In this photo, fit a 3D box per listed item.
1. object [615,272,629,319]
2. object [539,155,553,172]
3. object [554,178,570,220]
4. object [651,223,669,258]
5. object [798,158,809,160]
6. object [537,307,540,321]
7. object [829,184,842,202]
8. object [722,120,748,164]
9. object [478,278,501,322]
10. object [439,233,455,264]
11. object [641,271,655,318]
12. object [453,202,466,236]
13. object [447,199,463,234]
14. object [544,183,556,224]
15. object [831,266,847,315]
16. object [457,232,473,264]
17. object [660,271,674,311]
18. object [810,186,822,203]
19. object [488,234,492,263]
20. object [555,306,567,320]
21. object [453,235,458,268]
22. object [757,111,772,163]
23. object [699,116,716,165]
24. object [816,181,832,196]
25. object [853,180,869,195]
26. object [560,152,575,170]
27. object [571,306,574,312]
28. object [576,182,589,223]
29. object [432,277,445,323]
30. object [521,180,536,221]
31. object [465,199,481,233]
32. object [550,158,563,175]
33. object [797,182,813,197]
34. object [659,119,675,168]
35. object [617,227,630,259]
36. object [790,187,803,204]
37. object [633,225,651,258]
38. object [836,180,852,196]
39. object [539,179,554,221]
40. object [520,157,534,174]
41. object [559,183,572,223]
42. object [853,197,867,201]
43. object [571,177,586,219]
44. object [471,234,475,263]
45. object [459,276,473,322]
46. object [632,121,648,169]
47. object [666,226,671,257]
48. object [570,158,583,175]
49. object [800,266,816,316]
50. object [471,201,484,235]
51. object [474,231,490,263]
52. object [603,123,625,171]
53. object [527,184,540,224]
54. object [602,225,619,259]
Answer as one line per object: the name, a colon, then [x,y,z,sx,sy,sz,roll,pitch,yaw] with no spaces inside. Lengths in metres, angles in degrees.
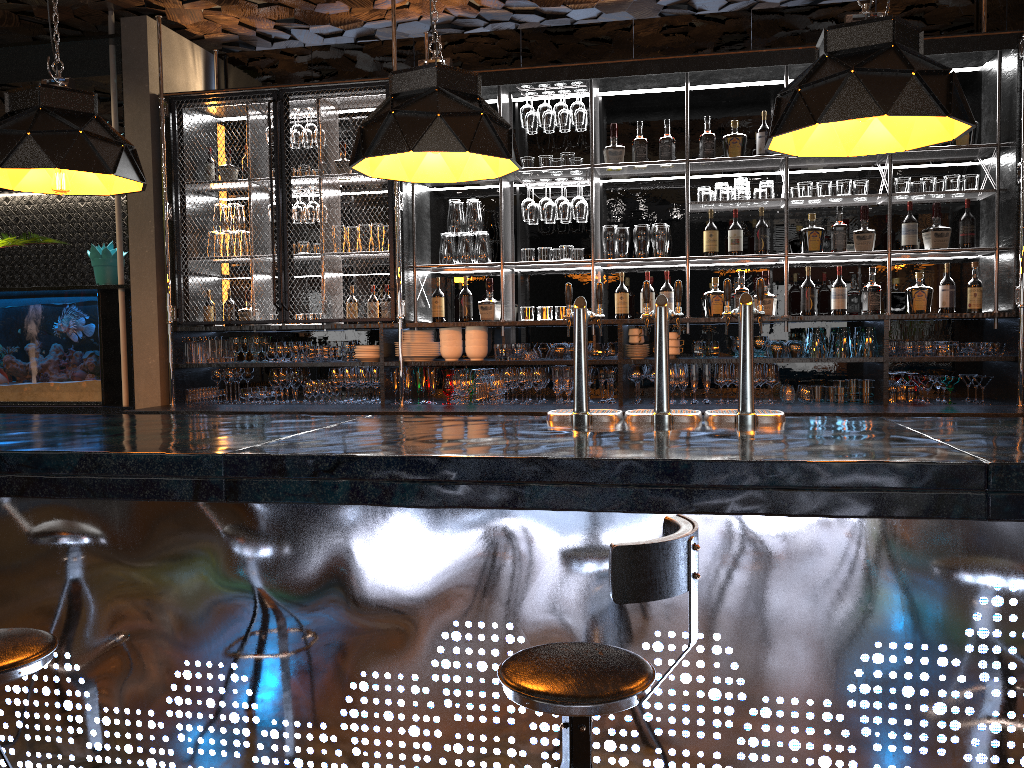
object: [0.685,-0.547,5.521,0.086,0.299,0.086,-3,4,-30]
object: [0.211,-1.374,5.536,0.089,0.092,0.089,-2,3,-21]
object: [0.308,-1.138,5.462,0.092,0.244,0.092,-3,4,-28]
object: [0.899,-0.865,5.394,0.105,0.209,0.105,-3,4,-34]
object: [1.739,-1.485,5.261,0.086,0.298,0.086,-3,4,-30]
object: [0.205,-0.448,5.725,0.089,0.092,0.089,-2,3,-17]
object: [1.937,-1.143,5.305,0.089,0.092,0.089,0,3,10]
object: [1.339,-1.457,5.333,0.151,0.248,0.094,0,3,15]
object: [-0.140,-0.533,5.664,0.123,0.279,0.123,1,3,25]
object: [-0.418,-0.863,5.704,0.105,0.209,0.105,-3,4,-34]
object: [0.844,-0.550,5.515,0.086,0.298,0.086,-3,4,-30]
object: [-0.348,-1.078,5.792,0.105,0.209,0.105,-3,4,-34]
object: [-0.365,-1.071,5.681,0.105,0.209,0.105,-3,4,-34]
object: [0.242,-1.147,5.642,0.092,0.244,0.092,-3,4,-28]
object: [1.945,-0.553,5.273,0.086,0.298,0.086,-3,4,-30]
object: [-0.301,-0.863,5.682,0.105,0.209,0.105,-3,4,-34]
object: [0.956,-0.549,5.469,0.086,0.298,0.086,-3,4,-30]
object: [1.831,-1.144,5.364,0.089,0.092,0.089,-3,4,-39]
object: [-0.182,-0.869,5.759,0.105,0.209,0.105,-3,4,-34]
object: [0.317,-0.444,5.616,0.089,0.092,0.089,0,3,22]
object: [-0.406,-0.869,5.821,0.105,0.209,0.105,-3,4,-34]
object: [1.510,-1.483,5.312,0.086,0.298,0.086,-3,4,-30]
object: [1.181,-1.474,5.363,0.083,0.282,0.083,-1,3,-4]
object: [1.832,-1.136,5.204,0.089,0.092,0.089,-2,3,-26]
object: [2.034,-1.137,5.174,0.089,0.092,0.089,-3,4,-34]
object: [0.342,-1.372,5.459,0.089,0.092,0.089,-2,3,-21]
object: [0.408,-0.441,5.534,0.089,0.092,0.089,0,3,22]
object: [0.441,-1.148,5.603,0.092,0.244,0.092,-3,4,-28]
object: [-0.478,-0.543,5.750,0.086,0.299,0.086,-3,4,-30]
object: [0.103,-1.137,5.502,0.092,0.244,0.092,-3,4,-28]
object: [-0.249,-1.072,5.667,0.105,0.209,0.105,-3,4,-34]
object: [0.284,-1.381,5.646,0.089,0.092,0.089,0,3,22]
object: [1.722,-1.135,5.213,0.089,0.092,0.089,-2,3,-17]
object: [0.947,-1.467,5.410,0.083,0.282,0.083,1,3,26]
object: [0.689,-0.871,5.549,0.105,0.209,0.105,-3,4,-34]
object: [1.731,-1.144,5.378,0.089,0.092,0.089,-3,4,-37]
object: [0.797,-0.866,5.438,0.105,0.209,0.105,-3,4,-34]
object: [1.931,-1.135,5.159,0.089,0.092,0.089,-2,3,-26]
object: [0.210,-1.138,5.481,0.092,0.244,0.092,-3,4,-28]
object: [0.097,-1.375,5.582,0.089,0.092,0.089,-2,3,-21]
object: [0.339,-1.147,5.623,0.092,0.244,0.092,-3,4,-28]
object: [2.085,-1.145,5.305,0.089,0.092,0.089,-2,3,-14]
object: [0.409,-1.138,5.442,0.092,0.244,0.092,-3,4,-28]
object: [-0.287,-0.869,5.790,0.105,0.209,0.105,-3,4,-34]
object: [-0.296,-0.542,5.682,0.086,0.297,0.086,-4,4,-45]
object: [0.784,-1.466,5.442,0.083,0.282,0.083,-1,3,-4]
object: [0.931,-0.872,5.497,0.105,0.209,0.105,-3,4,-34]
object: [0.408,-1.382,5.633,0.089,0.092,0.089,-2,3,-21]
object: [1.762,-0.550,5.276,0.086,0.297,0.086,-4,4,-45]
object: [-0.235,-1.077,5.757,0.105,0.209,0.105,-3,4,-34]
object: [-0.190,-0.863,5.647,0.105,0.209,0.105,-3,4,-34]
object: [0.630,-1.463,5.474,0.123,0.279,0.123,-1,3,0]
object: [0.134,-1.146,5.664,0.092,0.244,0.092,-3,4,-28]
object: [0.604,-0.864,5.449,0.105,0.209,0.105,-3,4,-34]
